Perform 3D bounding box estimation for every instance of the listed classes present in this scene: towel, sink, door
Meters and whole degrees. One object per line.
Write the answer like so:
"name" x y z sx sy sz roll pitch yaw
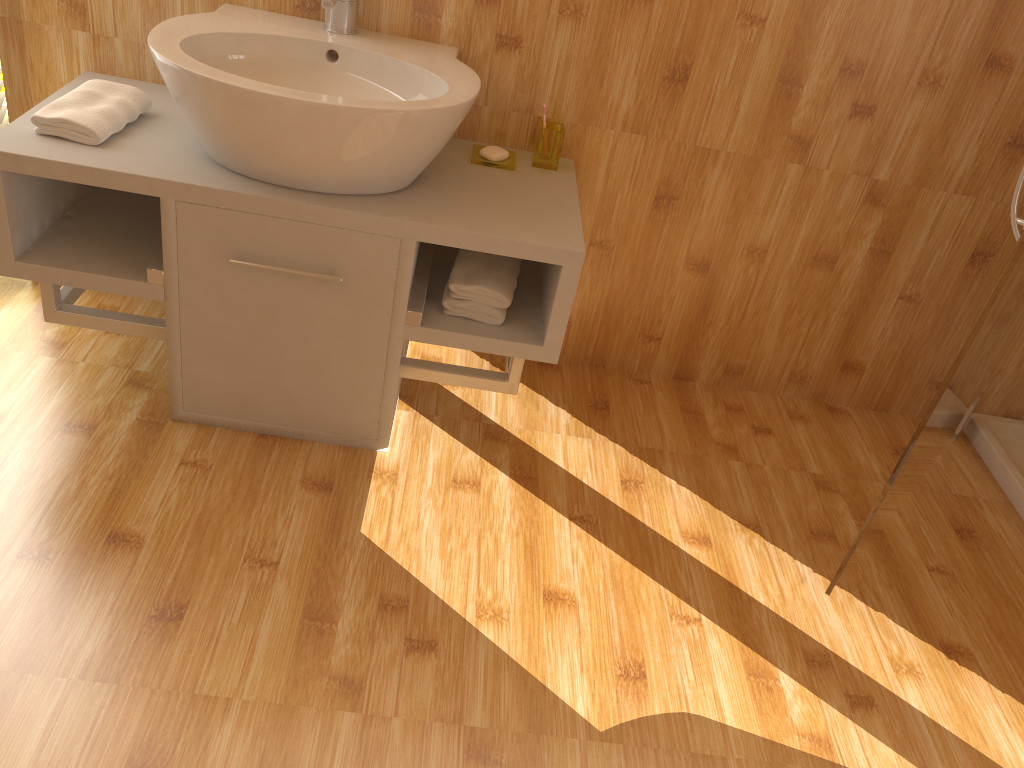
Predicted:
"towel" -0.070 -0.216 1.954 0.140 0.048 0.225 12 34 -1
"sink" -0.374 -0.640 1.738 0.634 0.409 0.533 9 34 -5
"towel" -0.839 -0.549 1.778 0.140 0.048 0.225 12 34 -1
"towel" -0.055 -0.250 1.941 0.140 0.048 0.225 12 34 -1
"door" 1.141 -0.610 1.605 0.077 2.147 0.983 33 39 27

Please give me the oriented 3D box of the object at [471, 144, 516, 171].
"object" -0.042 -0.517 2.024 0.100 0.010 0.100 9 34 -5

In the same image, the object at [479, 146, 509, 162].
"object" -0.040 -0.525 2.022 0.050 0.023 0.075 30 38 23

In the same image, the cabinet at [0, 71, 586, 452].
"cabinet" -0.465 -0.248 2.019 1.136 0.570 0.517 9 34 -5

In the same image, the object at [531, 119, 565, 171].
"object" 0.083 -0.548 2.035 0.060 0.093 0.060 9 34 -5

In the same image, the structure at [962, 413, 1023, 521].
"structure" 1.763 0.455 2.185 0.955 0.050 1.000 9 34 -5

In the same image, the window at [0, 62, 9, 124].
"window" 0.466 -1.018 1.974 3.964 2.164 0.010 9 34 -5

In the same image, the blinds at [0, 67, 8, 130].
"blinds" -1.280 -1.219 1.683 0.420 2.178 0.042 9 34 -5

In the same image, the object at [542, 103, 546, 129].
"object" 0.072 -0.572 2.001 0.012 0.132 0.063 26 36 19
